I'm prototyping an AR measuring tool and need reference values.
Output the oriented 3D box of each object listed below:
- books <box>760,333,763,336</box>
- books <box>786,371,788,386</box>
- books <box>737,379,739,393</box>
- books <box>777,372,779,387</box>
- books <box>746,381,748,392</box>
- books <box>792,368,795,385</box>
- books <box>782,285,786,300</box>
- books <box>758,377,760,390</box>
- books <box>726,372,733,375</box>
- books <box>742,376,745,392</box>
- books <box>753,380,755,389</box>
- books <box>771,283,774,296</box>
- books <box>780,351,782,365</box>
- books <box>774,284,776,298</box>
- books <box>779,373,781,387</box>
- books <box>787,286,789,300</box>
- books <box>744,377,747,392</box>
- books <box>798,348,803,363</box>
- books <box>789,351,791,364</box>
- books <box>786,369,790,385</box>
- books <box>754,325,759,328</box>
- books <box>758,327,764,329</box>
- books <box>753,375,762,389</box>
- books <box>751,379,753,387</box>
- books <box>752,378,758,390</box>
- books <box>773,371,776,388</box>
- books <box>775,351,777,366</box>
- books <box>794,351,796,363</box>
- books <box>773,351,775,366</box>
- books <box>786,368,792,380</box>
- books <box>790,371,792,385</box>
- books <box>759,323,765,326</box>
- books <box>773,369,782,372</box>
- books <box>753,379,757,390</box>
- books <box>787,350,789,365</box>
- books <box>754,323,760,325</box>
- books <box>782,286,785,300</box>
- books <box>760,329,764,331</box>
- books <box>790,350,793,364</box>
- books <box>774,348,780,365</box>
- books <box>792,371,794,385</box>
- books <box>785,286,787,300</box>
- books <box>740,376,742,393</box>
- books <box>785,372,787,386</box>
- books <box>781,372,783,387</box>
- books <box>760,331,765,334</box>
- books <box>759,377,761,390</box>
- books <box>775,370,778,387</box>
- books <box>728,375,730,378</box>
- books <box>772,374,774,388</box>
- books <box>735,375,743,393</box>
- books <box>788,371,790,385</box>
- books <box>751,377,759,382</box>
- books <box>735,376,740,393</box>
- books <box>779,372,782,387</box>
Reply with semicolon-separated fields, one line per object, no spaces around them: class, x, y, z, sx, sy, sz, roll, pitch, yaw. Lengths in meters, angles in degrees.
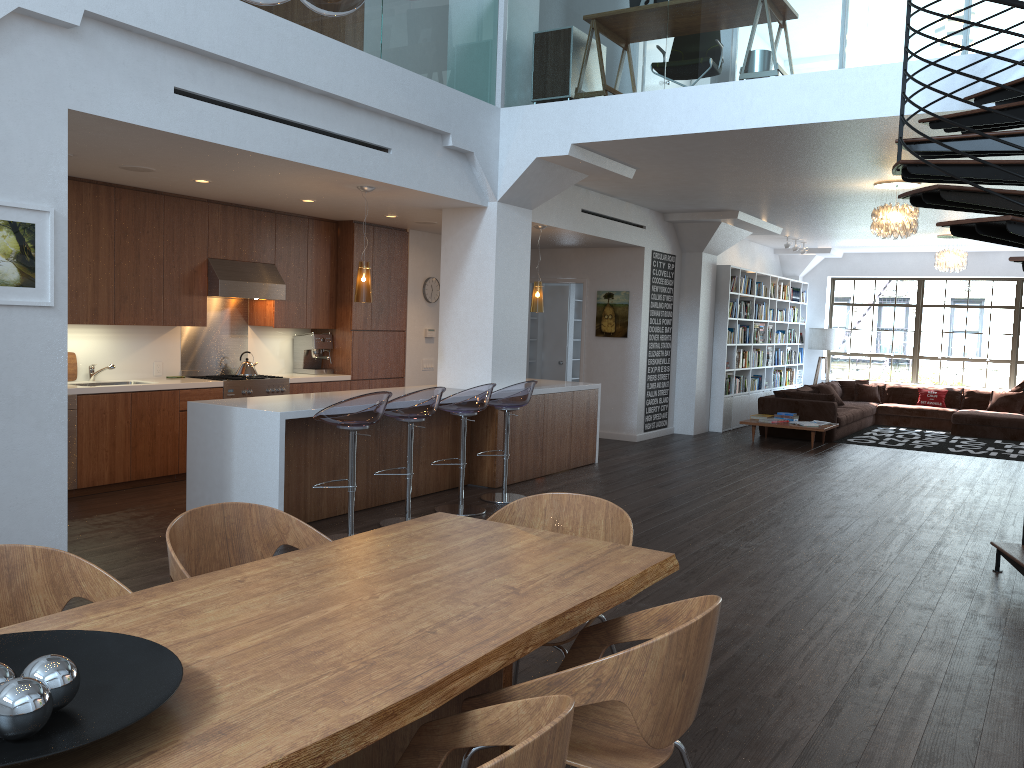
books;3.981;-0.804;14.427;0.168;0.045;0.231;4;4;27
books;4.814;-0.101;15.807;0.183;0.253;0.037;5;5;32
books;3.364;0.033;13.487;0.161;0.223;0.030;4;5;31
books;4.504;-0.077;15.310;0.183;0.253;0.034;4;5;31
books;3.588;0.016;13.844;0.161;0.207;0.135;4;5;31
books;5.092;-0.141;16.263;0.176;0.290;0.053;5;5;32
books;4.645;-1.580;15.355;0.183;0.253;0.034;5;5;32
books;3.947;-0.009;14.412;0.146;0.202;0.027;5;5;32
books;3.113;-0.156;13.058;0.223;0.027;0.161;6;5;41
books;3.505;-0.003;13.722;0.183;0.253;0.042;5;5;32
books;3.833;0.018;14.228;0.120;0.167;0.020;5;5;32
books;4.277;-1.551;14.773;0.160;0.251;0.031;5;5;32
books;4.597;-0.455;15.409;0.174;0.242;0.105;5;5;32
books;4.315;-1.553;14.828;0.160;0.251;0.039;5;5;32
books;4.582;-0.077;15.445;0.174;0.240;0.045;4;5;31
books;4.738;-1.587;15.497;0.183;0.253;0.034;5;5;32
books;3.552;0.003;13.799;0.174;0.236;0.142;4;5;31
books;5.347;-0.534;16.603;0.176;0.290;0.053;5;5;32
books;4.902;-0.481;15.908;0.171;0.246;0.036;5;5;32
books;4.908;-0.126;15.988;0.198;0.284;0.066;5;5;32
books;3.795;-0.919;14.072;0.174;0.045;0.240;4;5;31
books;3.988;-0.913;14.449;0.223;0.027;0.161;4;4;21
books;4.029;-0.031;14.557;0.140;0.231;0.042;5;5;32
books;3.768;0.012;14.150;0.134;0.184;0.030;5;5;32
books;3.912;-0.002;14.364;0.139;0.191;0.036;5;5;32
books;4.415;-0.087;15.183;0.198;0.284;0.066;4;5;31
books;4.418;-0.441;15.119;0.174;0.243;0.085;5;5;32
books;5.085;-0.484;16.200;0.168;0.228;0.139;5;5;32
books;4.363;-0.443;15.032;0.182;0.255;0.077;5;5;32
books;4.994;-0.135;16.066;0.140;0.298;0.044;5;5;32
books;4.951;-0.109;16.034;0.189;0.247;0.057;5;5;32
books;4.007;-0.970;14.419;0.185;0.043;0.129;-2;5;-44
books;4.623;-0.105;15.505;0.176;0.290;0.036;4;5;31
books;3.884;0.010;14.315;0.126;0.173;0.032;5;5;32
books;4.816;-0.477;15.757;0.174;0.251;0.051;5;5;32
books;3.792;-0.954;14.047;0.223;0.027;0.161;6;5;41
books;4.603;-1.573;15.285;0.171;0.246;0.057;5;5;32
books;3.987;-0.882;14.423;0.161;0.033;0.223;5;5;32
books;4.967;-0.489;16.009;0.183;0.253;0.042;5;5;32
books;4.510;-0.472;15.285;0.197;0.290;0.136;5;5;32
books;5.049;-0.116;16.193;0.171;0.246;0.057;5;5;32
books;4.666;-1.581;15.381;0.183;0.253;0.034;5;5;32
books;3.435;0.004;13.617;0.160;0.251;0.039;5;5;32
books;4.791;-0.100;15.779;0.183;0.253;0.036;5;5;32
books;4.649;-0.091;15.546;0.180;0.259;0.060;4;5;31
books;3.987;-0.845;14.416;0.183;0.042;0.253;5;5;32
books;3.987;-0.013;14.484;0.146;0.202;0.027;5;5;32
books;4.481;-0.094;15.273;0.176;0.290;0.053;4;5;31
books;3.117;-0.121;13.083;0.174;0.045;0.240;4;4;21
books;4.352;-0.060;15.083;0.174;0.240;0.045;4;5;31
books;3.455;-0.002;13.652;0.180;0.259;0.042;5;5;32
books;4.891;-0.107;15.930;0.183;0.253;0.037;5;5;32
books;3.925;-0.009;14.393;0.146;0.202;0.027;5;5;32
books;3.375;0.005;13.522;0.183;0.253;0.042;5;5;32
books;4.612;-0.085;15.472;0.183;0.253;0.034;4;5;31
